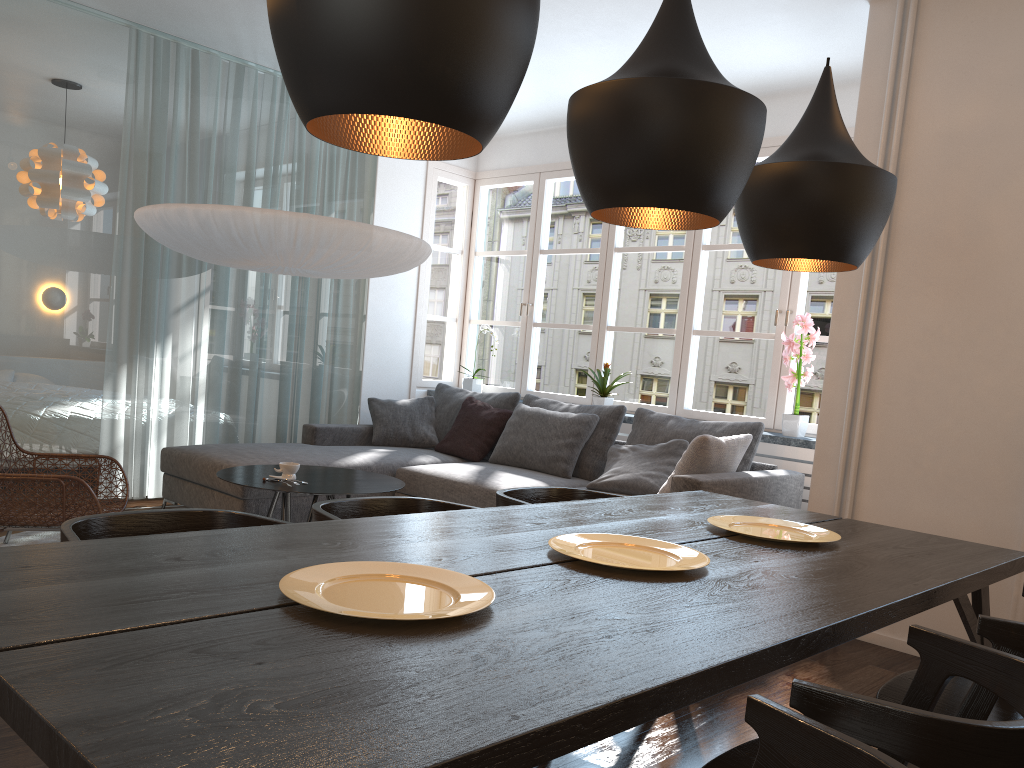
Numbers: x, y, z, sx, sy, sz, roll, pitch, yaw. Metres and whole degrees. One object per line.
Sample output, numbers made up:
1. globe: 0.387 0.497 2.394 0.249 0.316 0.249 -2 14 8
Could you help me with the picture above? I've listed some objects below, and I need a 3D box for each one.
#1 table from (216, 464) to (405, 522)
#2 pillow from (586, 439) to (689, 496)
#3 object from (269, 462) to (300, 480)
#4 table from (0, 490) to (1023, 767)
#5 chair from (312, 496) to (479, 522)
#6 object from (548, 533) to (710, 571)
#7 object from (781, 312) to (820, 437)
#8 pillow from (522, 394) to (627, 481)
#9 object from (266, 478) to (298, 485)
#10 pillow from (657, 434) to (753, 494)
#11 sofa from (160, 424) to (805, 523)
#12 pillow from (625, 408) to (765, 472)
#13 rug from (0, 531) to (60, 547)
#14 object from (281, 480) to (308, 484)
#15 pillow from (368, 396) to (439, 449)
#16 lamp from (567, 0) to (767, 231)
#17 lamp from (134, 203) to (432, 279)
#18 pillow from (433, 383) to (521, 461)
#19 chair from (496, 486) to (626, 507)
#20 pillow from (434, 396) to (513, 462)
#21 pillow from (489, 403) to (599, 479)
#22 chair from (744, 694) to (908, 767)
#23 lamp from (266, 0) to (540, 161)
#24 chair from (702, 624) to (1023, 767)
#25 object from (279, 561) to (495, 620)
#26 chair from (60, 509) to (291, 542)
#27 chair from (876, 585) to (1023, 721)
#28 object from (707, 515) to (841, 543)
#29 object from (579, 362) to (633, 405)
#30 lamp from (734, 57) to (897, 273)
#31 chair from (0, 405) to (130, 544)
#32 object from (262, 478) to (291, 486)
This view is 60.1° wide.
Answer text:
1. table: -0.938 0.668 4.099 0.848 0.475 0.842 3 3 -44
2. pillow: 0.692 0.441 4.827 0.490 0.323 0.443 6 3 25
3. object: -1.022 0.391 3.966 0.139 0.069 0.091 4 3 -34
4. table: 0.187 0.719 2.005 1.100 0.683 2.502 8 3 44
5. chair: -0.277 0.674 2.341 0.516 0.675 0.593 9 6 44
6. object: 0.257 0.375 1.956 0.354 0.017 0.355 6 2 25
7. object: 1.593 -0.051 4.944 0.200 0.695 0.296 7 6 23
8. pillow: 0.303 0.327 5.545 0.834 0.478 0.277 8 5 44
9. object: -1.003 0.423 3.862 0.163 0.016 0.025 6 3 18
10. pillow: 0.922 0.434 4.304 0.285 0.417 0.494 9 5 43
11. sofa: -0.293 0.607 4.909 3.050 0.676 2.041 7 2 44
12. pillow: 0.951 0.403 4.912 0.831 0.480 0.275 8 5 44
13. rug: -1.118 0.885 4.141 2.828 0.012 2.833 6 2 24
14. object: -0.958 0.429 3.898 0.124 0.010 0.026 5 2 10
15. pillow: -0.756 0.256 6.126 0.515 0.362 0.344 5 4 -7
16. lamp: 0.326 -0.618 1.848 0.410 0.544 0.409 7 4 20
17. lamp: -1.155 -0.686 4.560 1.471 0.211 1.462 5 2 -10
18. pillow: -0.328 0.257 6.133 0.831 0.481 0.275 8 5 44
19. chair: 0.192 0.703 2.838 0.516 0.675 0.593 9 5 42
20. pillow: -0.255 0.295 5.848 0.311 0.406 0.518 1 5 -44
21. pillow: 0.192 0.345 5.454 0.663 0.400 0.292 8 5 43
22. chair: 0.155 0.747 1.020 0.516 0.675 0.593 9 5 43
23. lamp: -0.157 -0.649 1.344 0.411 0.544 0.408 5 4 1
24. chair: 0.575 0.773 1.459 0.516 0.675 0.593 9 5 42
25. object: -0.205 0.346 1.474 0.356 0.017 0.353 4 2 -43
26. chair: -0.700 0.647 1.898 0.516 0.675 0.593 9 5 42
27. chair: 1.088 0.806 1.953 0.517 0.675 0.593 9 5 40
28. object: 0.719 0.404 2.438 0.356 0.017 0.353 4 2 -43
29. object: 0.629 0.021 5.851 0.375 0.330 0.321 6 4 19
30. lamp: 0.809 -0.588 2.352 0.411 0.544 0.408 4 4 -13
31. chair: -2.142 0.434 3.983 0.686 0.714 0.713 4 4 -14
32. object: -1.016 0.423 3.822 0.167 0.015 0.015 6 4 31
